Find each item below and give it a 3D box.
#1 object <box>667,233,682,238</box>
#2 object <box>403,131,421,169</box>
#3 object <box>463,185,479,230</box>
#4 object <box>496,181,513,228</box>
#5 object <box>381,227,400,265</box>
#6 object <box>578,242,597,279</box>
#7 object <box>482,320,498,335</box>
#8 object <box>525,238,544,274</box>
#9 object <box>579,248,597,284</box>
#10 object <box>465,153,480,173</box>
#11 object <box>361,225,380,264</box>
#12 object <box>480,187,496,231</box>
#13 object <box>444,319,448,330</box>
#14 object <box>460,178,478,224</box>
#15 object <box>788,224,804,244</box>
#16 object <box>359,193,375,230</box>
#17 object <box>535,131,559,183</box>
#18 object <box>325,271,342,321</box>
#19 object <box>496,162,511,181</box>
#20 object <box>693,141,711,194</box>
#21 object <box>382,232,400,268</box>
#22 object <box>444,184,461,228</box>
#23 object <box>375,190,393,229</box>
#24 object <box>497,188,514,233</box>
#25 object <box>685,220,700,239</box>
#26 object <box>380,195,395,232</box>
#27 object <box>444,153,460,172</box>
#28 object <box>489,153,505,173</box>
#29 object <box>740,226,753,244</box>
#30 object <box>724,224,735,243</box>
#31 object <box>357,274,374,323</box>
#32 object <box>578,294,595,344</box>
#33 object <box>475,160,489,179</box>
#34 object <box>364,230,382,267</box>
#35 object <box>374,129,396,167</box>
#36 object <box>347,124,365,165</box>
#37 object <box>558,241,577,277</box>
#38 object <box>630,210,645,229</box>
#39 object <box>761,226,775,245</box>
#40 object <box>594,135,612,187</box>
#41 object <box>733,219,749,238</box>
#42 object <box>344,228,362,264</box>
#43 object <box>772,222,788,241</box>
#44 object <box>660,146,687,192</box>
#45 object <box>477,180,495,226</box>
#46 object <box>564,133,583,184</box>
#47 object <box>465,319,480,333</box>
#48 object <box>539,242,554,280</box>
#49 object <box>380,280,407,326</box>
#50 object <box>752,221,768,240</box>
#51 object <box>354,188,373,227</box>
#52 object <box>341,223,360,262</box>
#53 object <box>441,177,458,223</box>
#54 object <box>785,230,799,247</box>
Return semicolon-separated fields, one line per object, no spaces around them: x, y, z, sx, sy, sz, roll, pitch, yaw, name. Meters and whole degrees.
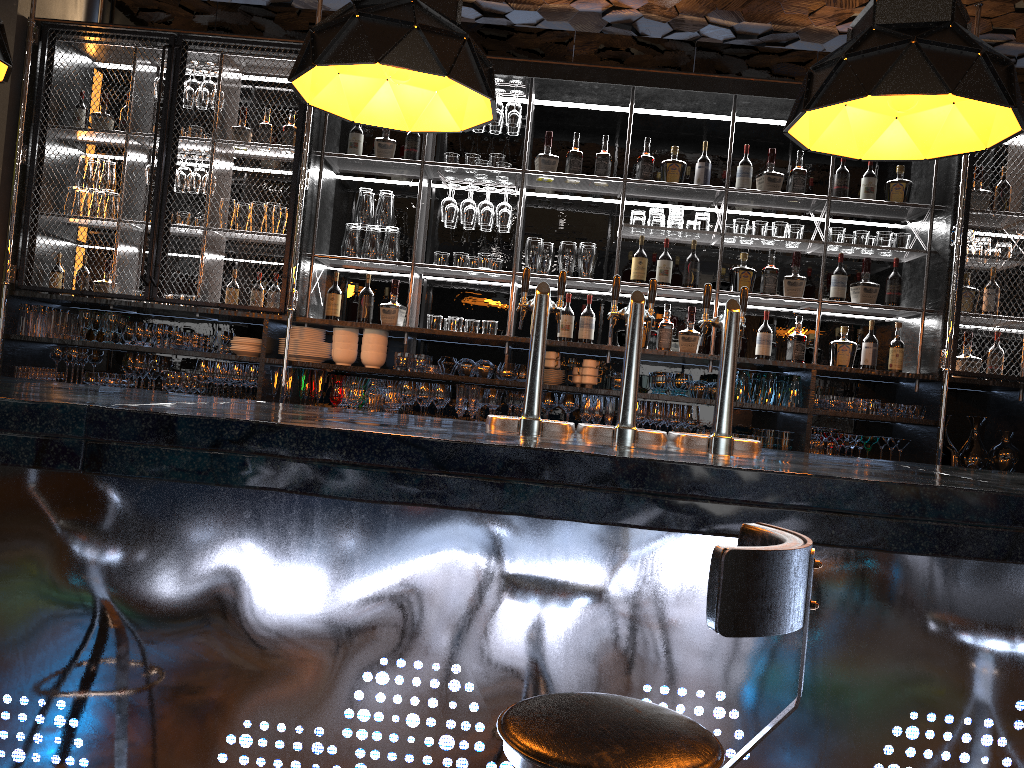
0.950;-0.903;5.169;0.089;0.092;0.089;5;-1;27;object
-0.570;-1.396;5.104;0.086;0.299;0.086;6;-1;-40;object
-0.239;-1.026;5.162;0.092;0.244;0.092;6;-1;-38;object
-0.041;-1.009;4.991;0.092;0.244;0.092;6;-1;-38;object
-0.692;-0.790;5.076;0.105;0.209;0.105;6;-1;-43;object
0.420;-0.687;5.008;0.105;0.209;0.105;6;-1;-44;object
-0.127;-0.312;5.036;0.089;0.092;0.089;5;-1;12;object
0.121;-0.715;5.013;0.105;0.209;0.105;6;-1;-44;object
0.434;-0.685;5.116;0.105;0.209;0.105;6;-1;-44;object
-0.229;-1.260;5.067;0.089;0.092;0.089;6;-1;-30;object
-0.806;-0.801;5.091;0.105;0.209;0.105;6;-1;-43;object
-0.140;-1.016;5.159;0.092;0.244;0.092;6;-1;-38;object
-0.358;-0.332;5.190;0.089;0.092;0.089;6;-1;-27;object
-0.243;-1.028;4.997;0.092;0.244;0.092;6;-1;-38;object
1.597;-0.845;4.999;0.089;0.092;0.089;6;-1;-44;object
-0.850;-1.014;5.205;0.105;0.209;0.105;6;-1;-43;object
0.201;-1.306;5.082;0.123;0.279;0.123;5;-1;-10;object
-1.023;-0.498;5.107;0.086;0.299;0.086;6;-1;-40;object
-0.052;-1.242;5.196;0.089;0.092;0.089;6;-1;-30;object
1.094;-1.239;5.070;0.086;0.298;0.086;6;-1;-40;object
-0.702;-0.790;5.187;0.105;0.209;0.105;6;-1;-43;object
-0.348;-1.036;5.165;0.092;0.244;0.092;6;-1;-38;object
-0.732;-1.004;5.099;0.105;0.209;0.105;6;-1;-43;object
-0.037;-1.007;5.156;0.092;0.244;0.092;6;-1;-38;object
1.047;-0.895;5.132;0.089;0.092;0.089;5;-1;-9;object
-0.734;-1.003;5.190;0.105;0.209;0.105;6;-1;-43;object
-0.348;-1.271;5.093;0.089;0.092;0.089;6;-1;-30;object
-0.087;-1.247;5.013;0.089;0.092;0.089;6;-1;-30;object
1.366;-0.865;5.153;0.089;0.092;0.089;5;-1;41;object
1.266;-0.874;5.150;0.089;0.092;0.089;5;-1;43;object
-0.833;-0.482;5.071;0.086;0.297;0.086;5;-1;35;object
0.432;-0.363;5.070;0.086;0.298;0.086;6;-1;-40;object
-0.176;-1.254;5.188;0.089;0.092;0.089;5;-1;12;object
-0.811;-0.800;5.200;0.105;0.209;0.105;6;-1;-43;object
-0.725;-1.399;5.091;0.123;0.279;0.123;5;-1;-10;object
-0.901;-1.426;5.141;0.086;0.298;0.086;6;-1;-40;object
0.312;-0.697;5.035;0.105;0.209;0.105;6;-1;-44;object
0.709;-0.928;4.999;0.089;0.092;0.089;5;-1;27;object
1.480;-0.854;5.112;0.089;0.092;0.089;5;-1;1;object
0.524;-1.278;5.072;0.083;0.282;0.083;5;-1;17;object
1.285;-0.874;4.985;0.089;0.092;0.089;6;-1;-27;object
-0.932;-0.812;5.211;0.105;0.209;0.105;6;-1;-43;object
1.498;-0.854;4.967;0.089;0.092;0.089;6;-1;-35;object
0.920;-1.230;5.060;0.151;0.248;0.094;5;-1;5;object
-0.145;-1.018;4.994;0.092;0.244;0.092;6;-1;-38;object
0.358;-1.294;5.076;0.083;0.282;0.083;5;-1;-13;object
-0.231;-0.321;5.102;0.089;0.092;0.089;5;-1;12;object
0.187;-0.708;5.126;0.105;0.209;0.105;6;-1;-44;object
-0.678;-0.457;5.078;0.123;0.279;0.123;5;-1;15;object
1.394;-0.864;4.995;0.089;0.092;0.089;6;-1;-35;object
-0.848;-1.014;5.093;0.105;0.209;0.105;6;-1;-43;object
-0.924;-0.812;5.093;0.105;0.209;0.105;6;-1;-43;object
-0.353;-1.038;5.000;0.092;0.244;0.092;6;-1;-38;object
1.625;-0.841;5.137;0.089;0.092;0.089;6;-1;-24;object
